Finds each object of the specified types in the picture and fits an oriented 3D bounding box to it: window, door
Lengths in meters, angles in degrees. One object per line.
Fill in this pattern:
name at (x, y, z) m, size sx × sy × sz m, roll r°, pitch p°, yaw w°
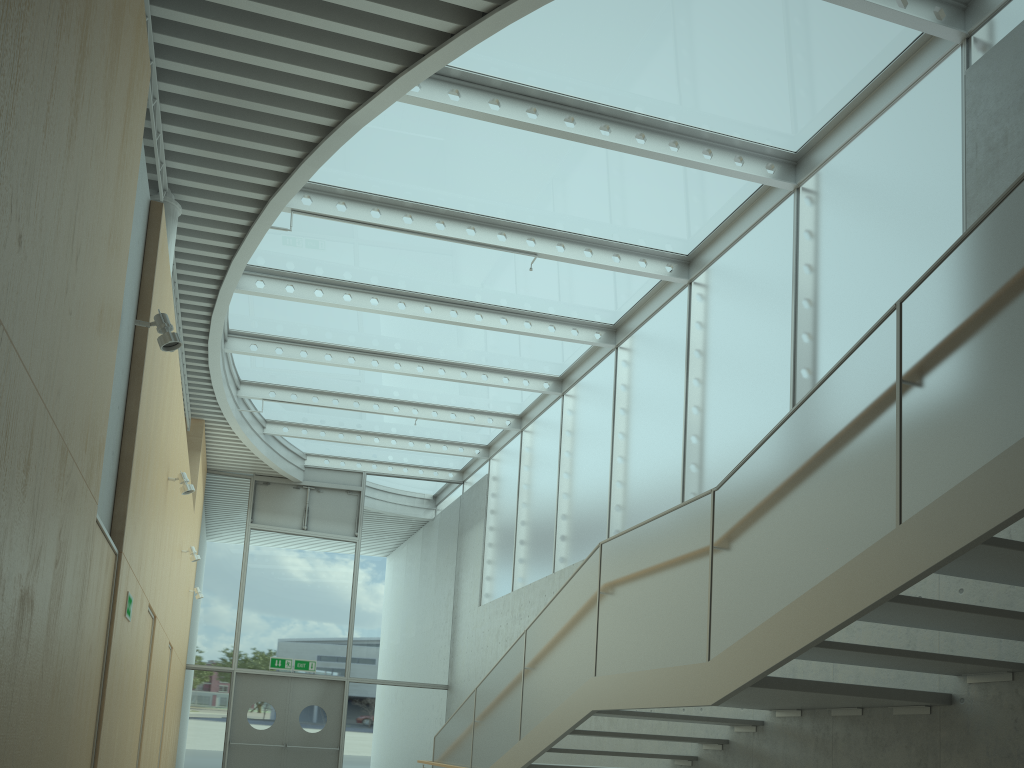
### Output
window at (-1.333, 2.158, 10.455) m, size 4.837 × 5.951 × 16.710 m, roll 8°, pitch -21°, yaw -17°
window at (-3.373, 4.461, 15.626) m, size 4.917 × 6.016 × 0.113 m, roll 8°, pitch -9°, yaw -19°
door at (-4.033, 6.275, 15.181) m, size 1.946 × 2.016 × 0.181 m, roll 9°, pitch -9°, yaw -19°
window at (0.807, 1.092, 11.346) m, size 0.030 × 2.609 × 16.525 m, roll 6°, pitch -22°, yaw -17°

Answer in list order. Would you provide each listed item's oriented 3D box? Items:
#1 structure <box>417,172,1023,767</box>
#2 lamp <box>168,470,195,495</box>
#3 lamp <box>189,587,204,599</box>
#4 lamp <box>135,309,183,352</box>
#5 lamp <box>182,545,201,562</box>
structure at (1.815, 1.588, 5.212) m, size 1.905 × 3.999 × 13.315 m, roll 7°, pitch -22°, yaw -17°
lamp at (-2.773, 0.825, 7.128) m, size 0.240 × 0.187 × 0.144 m, roll 17°, pitch -18°, yaw -36°
lamp at (-4.836, 3.202, 13.022) m, size 0.240 × 0.187 × 0.144 m, roll 17°, pitch -18°, yaw -36°
lamp at (-1.813, -0.283, 4.382) m, size 0.240 × 0.187 × 0.144 m, roll 17°, pitch -18°, yaw -36°
lamp at (-3.801, 2.009, 10.065) m, size 0.240 × 0.187 × 0.144 m, roll 17°, pitch -18°, yaw -36°
